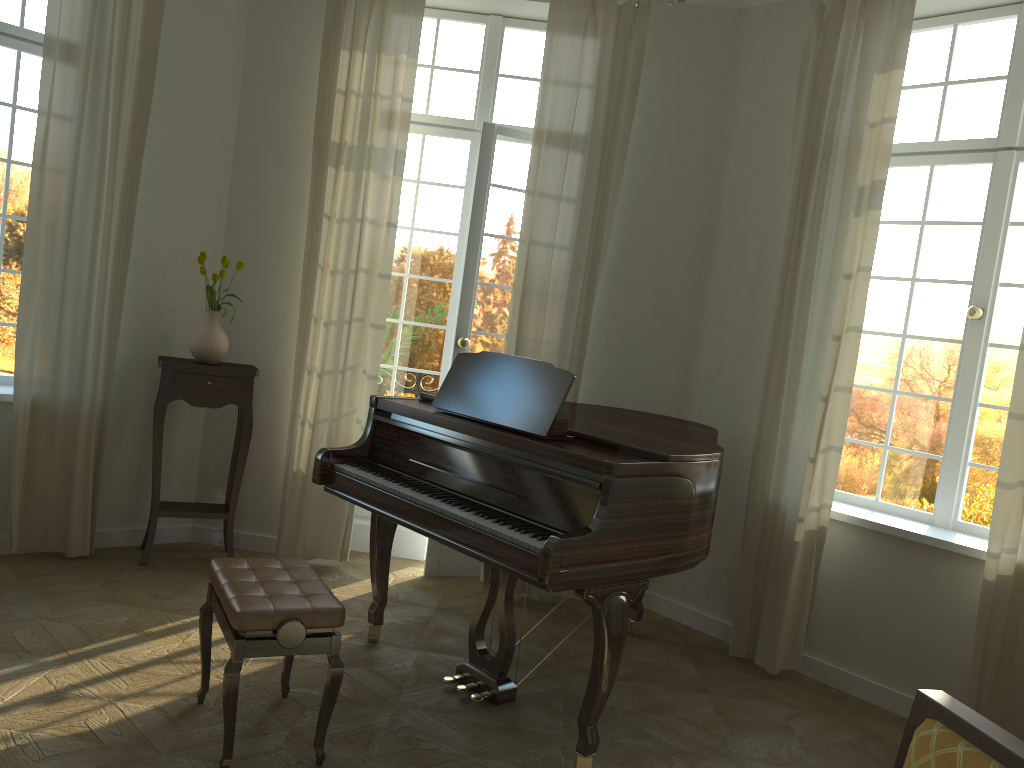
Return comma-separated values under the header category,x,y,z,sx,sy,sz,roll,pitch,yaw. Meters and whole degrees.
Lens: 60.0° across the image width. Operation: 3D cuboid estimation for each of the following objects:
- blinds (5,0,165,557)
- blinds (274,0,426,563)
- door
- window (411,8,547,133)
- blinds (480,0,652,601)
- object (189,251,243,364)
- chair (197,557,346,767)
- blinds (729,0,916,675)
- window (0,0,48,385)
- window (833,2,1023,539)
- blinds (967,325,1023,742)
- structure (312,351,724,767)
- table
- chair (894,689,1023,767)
category,x,y,z,sx,sy,sz,roll,pitch,yaw
blinds,-2.219,-0.762,4.594,0.552,3.381,0.159,4,5,-40
blinds,-0.962,-0.623,5.073,0.552,3.386,0.159,8,4,-1
door,-0.375,-0.196,5.347,1.385,2.690,0.425,8,4,3
window,-0.139,-1.893,5.412,1.380,0.680,0.055,8,4,2
blinds,0.267,-0.454,4.971,0.554,3.386,0.162,8,4,-3
object,-1.657,-0.418,4.934,0.242,0.609,0.264,10,5,27
chair,-0.876,0.968,3.155,0.385,0.563,0.638,6,5,-28
blinds,1.455,-0.253,4.396,0.162,3.384,0.554,5,5,-37
window,-2.912,-1.266,4.467,1.400,2.550,0.181,4,5,-42
window,2.273,-0.548,4.249,0.181,2.550,1.400,4,5,-42
blinds,2.317,-0.072,3.517,0.159,3.381,0.552,4,5,-40
structure,0.290,0.623,3.994,1.856,1.439,1.514,4,5,-42
table,-1.770,0.433,4.997,0.522,1.114,0.344,6,4,-23
chair,0.361,1.017,1.055,0.671,1.083,0.730,7,4,-13
